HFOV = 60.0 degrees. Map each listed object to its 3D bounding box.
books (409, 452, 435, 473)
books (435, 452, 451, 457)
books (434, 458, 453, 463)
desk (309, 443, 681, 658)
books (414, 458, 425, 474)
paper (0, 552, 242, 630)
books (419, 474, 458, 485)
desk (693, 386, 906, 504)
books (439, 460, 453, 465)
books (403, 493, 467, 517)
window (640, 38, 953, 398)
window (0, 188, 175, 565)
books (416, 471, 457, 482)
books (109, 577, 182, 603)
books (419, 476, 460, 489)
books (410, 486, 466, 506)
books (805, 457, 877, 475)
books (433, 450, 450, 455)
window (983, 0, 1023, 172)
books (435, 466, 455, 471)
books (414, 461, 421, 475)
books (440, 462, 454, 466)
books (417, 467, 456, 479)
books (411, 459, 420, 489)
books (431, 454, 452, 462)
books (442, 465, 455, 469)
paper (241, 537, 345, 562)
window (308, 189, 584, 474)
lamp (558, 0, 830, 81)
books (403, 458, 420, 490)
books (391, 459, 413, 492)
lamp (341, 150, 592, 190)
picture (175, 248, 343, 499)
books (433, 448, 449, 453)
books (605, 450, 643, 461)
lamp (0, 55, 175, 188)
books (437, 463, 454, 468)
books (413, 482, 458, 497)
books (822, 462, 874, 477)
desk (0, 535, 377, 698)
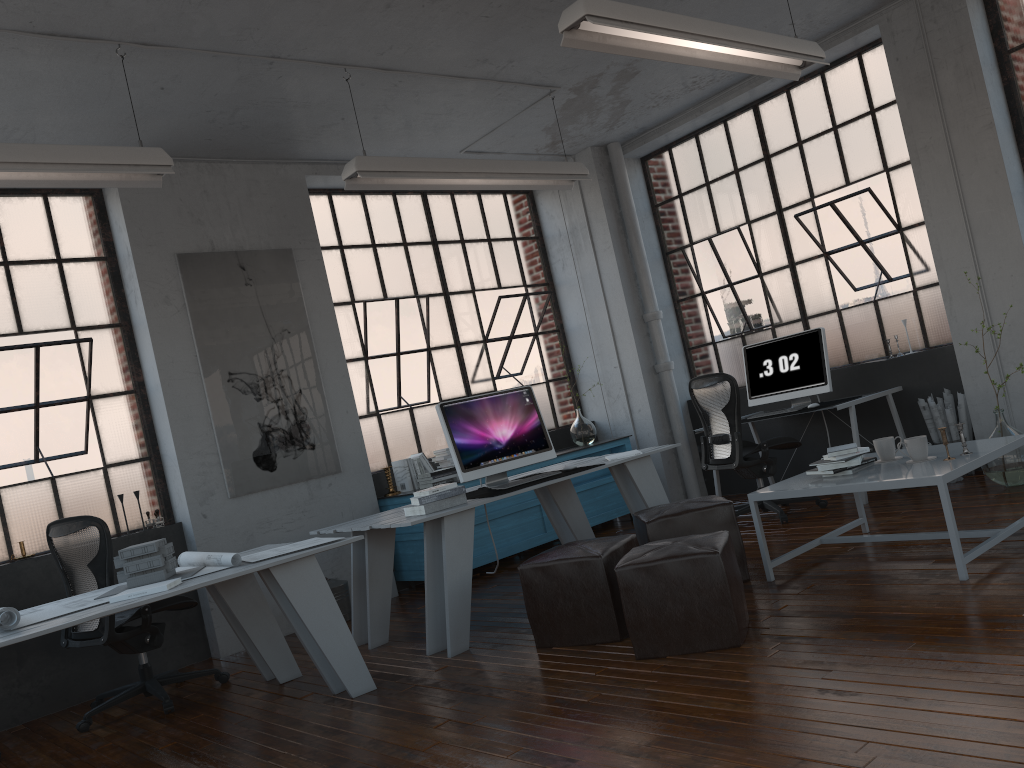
[{"bbox_3d":[-0.666,0.665,6.798,0.169,0.284,0.176,-12,-2,-40],"label":"books"},{"bbox_3d":[-0.450,0.535,6.997,0.272,0.021,0.175,-11,-3,-40],"label":"books"},{"bbox_3d":[-0.449,0.582,7.011,0.287,0.016,0.183,-11,-3,-40],"label":"books"},{"bbox_3d":[0.029,0.949,5.321,2.071,0.704,1.079,-11,-3,-40],"label":"desk"},{"bbox_3d":[-0.716,0.677,6.749,0.065,0.224,0.161,-12,-2,-40],"label":"books"},{"bbox_3d":[-1.829,0.915,4.043,1.072,0.105,0.979,-11,-3,-40],"label":"paper"},{"bbox_3d":[-0.542,0.706,6.590,0.241,0.023,0.192,-11,-3,-42],"label":"books"},{"bbox_3d":[2.195,0.523,6.648,0.930,0.688,1.231,-11,-3,-40],"label":"desk"},{"bbox_3d":[-0.430,0.594,7.006,0.262,0.017,0.168,-11,-3,-40],"label":"books"},{"bbox_3d":[-0.404,0.637,4.663,0.271,0.050,0.201,-11,-3,-40],"label":"books"},{"bbox_3d":[2.234,-1.190,7.230,0.668,2.389,2.599,-12,-2,-40],"label":"window"},{"bbox_3d":[-3.438,0.000,5.075,2.583,2.389,0.672,-11,-2,-40],"label":"window"},{"bbox_3d":[-0.546,0.685,6.602,0.258,0.023,0.212,-11,-3,-40],"label":"books"},{"bbox_3d":[-1.533,0.865,3.719,0.235,0.024,0.200,-13,-2,-4],"label":"books"},{"bbox_3d":[-0.534,0.733,6.600,0.258,0.032,0.192,-11,-3,-38],"label":"books"},{"bbox_3d":[-0.390,0.585,4.655,0.257,0.044,0.193,-12,-3,-20],"label":"books"},{"bbox_3d":[1.638,0.409,4.414,0.273,0.025,0.211,-12,-3,-20],"label":"books"},{"bbox_3d":[-0.455,0.517,6.996,0.287,0.016,0.183,-11,-3,-40],"label":"books"},{"bbox_3d":[4.161,-1.728,4.876,0.668,2.389,2.599,-12,-2,-40],"label":"window"},{"bbox_3d":[-0.440,0.652,7.003,0.287,0.016,0.183,-11,-3,-40],"label":"books"},{"bbox_3d":[-0.743,0.703,6.729,0.045,0.224,0.161,-12,-2,-40],"label":"books"},{"bbox_3d":[-0.426,0.608,6.995,0.253,0.012,0.161,-11,-3,-40],"label":"books"},{"bbox_3d":[-0.557,0.661,6.595,0.239,0.028,0.191,-11,-3,-38],"label":"books"},{"bbox_3d":[-0.763,0.690,6.709,0.045,0.239,0.152,-12,-2,-40],"label":"books"},{"bbox_3d":[-0.470,0.564,6.996,0.295,0.028,0.180,-11,-3,-40],"label":"books"},{"bbox_3d":[-0.411,0.630,6.999,0.255,0.013,0.161,-11,-3,-40],"label":"books"},{"bbox_3d":[-1.069,0.783,4.212,0.427,0.001,0.486,-11,-3,-30],"label":"paper"},{"bbox_3d":[-0.515,-0.552,7.593,2.583,2.389,0.672,-11,-2,-40],"label":"window"},{"bbox_3d":[0.890,-1.876,4.261,1.872,0.628,0.203,-11,-2,-40],"label":"lamp"},{"bbox_3d":[-0.787,0.684,6.688,0.053,0.241,0.173,-12,-2,-40],"label":"books"},{"bbox_3d":[-0.825,0.692,6.669,0.032,0.239,0.173,-12,-2,-40],"label":"books"},{"bbox_3d":[-0.227,-1.356,5.592,1.872,0.205,0.203,-11,-3,-40],"label":"lamp"},{"bbox_3d":[-1.715,-0.114,6.087,0.851,1.649,0.026,-12,-1,-40],"label":"picture"},{"bbox_3d":[-0.457,0.500,6.984,0.287,0.016,0.183,-11,-3,-40],"label":"books"},{"bbox_3d":[0.691,0.442,5.500,0.205,0.019,0.243,-13,-2,0],"label":"books"},{"bbox_3d":[-2.438,-1.166,3.734,1.872,0.628,0.203,-11,-2,-40],"label":"lamp"},{"bbox_3d":[-0.435,0.623,6.992,0.284,0.012,0.160,-11,-3,-40],"label":"books"},{"bbox_3d":[-0.405,0.557,4.668,0.184,0.030,0.153,-11,-3,-40],"label":"books"},{"bbox_3d":[1.676,0.424,4.425,0.217,0.028,0.172,-11,-3,-40],"label":"books"},{"bbox_3d":[-1.707,1.274,3.825,2.051,0.697,1.068,-11,-3,-40],"label":"desk"}]
